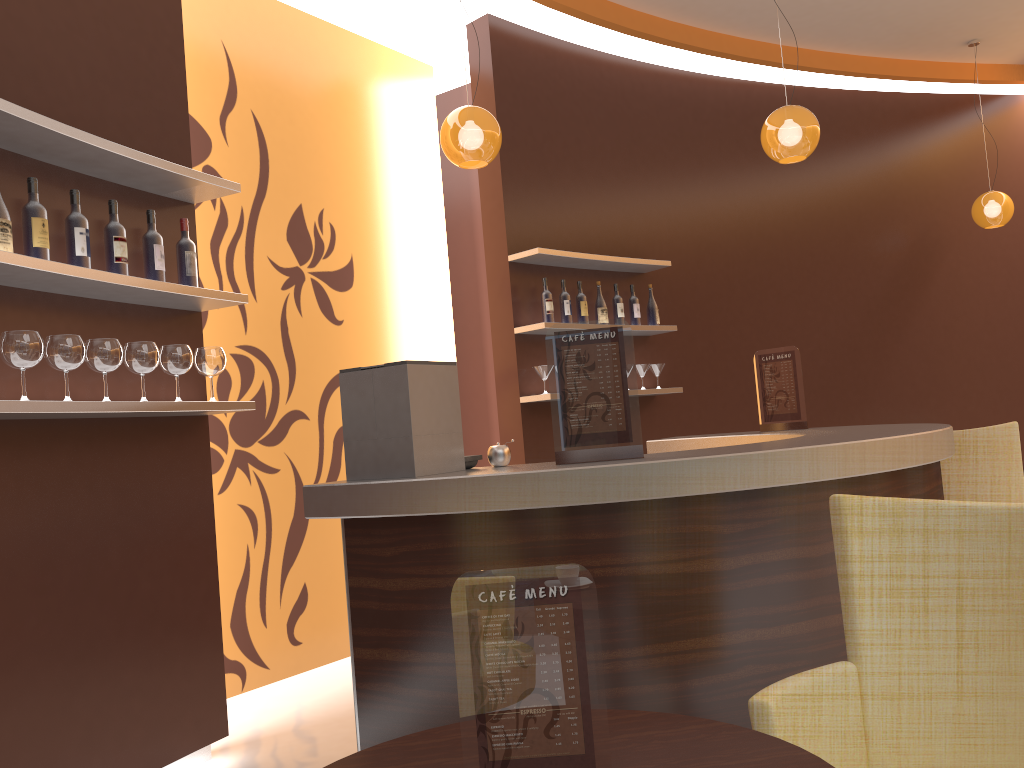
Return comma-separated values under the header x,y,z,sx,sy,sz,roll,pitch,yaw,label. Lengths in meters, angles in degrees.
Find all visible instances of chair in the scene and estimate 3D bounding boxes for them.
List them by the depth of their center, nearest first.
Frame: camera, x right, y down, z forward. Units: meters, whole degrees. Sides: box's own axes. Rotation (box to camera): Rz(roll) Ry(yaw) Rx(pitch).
x,y,z,sx,sy,sz,roll,pitch,yaw,label
0.819,0.717,1.518,0.685,1.017,0.729,-3,-4,-34,chair
3.094,0.749,5.683,0.685,1.017,0.729,-4,-3,-16,chair

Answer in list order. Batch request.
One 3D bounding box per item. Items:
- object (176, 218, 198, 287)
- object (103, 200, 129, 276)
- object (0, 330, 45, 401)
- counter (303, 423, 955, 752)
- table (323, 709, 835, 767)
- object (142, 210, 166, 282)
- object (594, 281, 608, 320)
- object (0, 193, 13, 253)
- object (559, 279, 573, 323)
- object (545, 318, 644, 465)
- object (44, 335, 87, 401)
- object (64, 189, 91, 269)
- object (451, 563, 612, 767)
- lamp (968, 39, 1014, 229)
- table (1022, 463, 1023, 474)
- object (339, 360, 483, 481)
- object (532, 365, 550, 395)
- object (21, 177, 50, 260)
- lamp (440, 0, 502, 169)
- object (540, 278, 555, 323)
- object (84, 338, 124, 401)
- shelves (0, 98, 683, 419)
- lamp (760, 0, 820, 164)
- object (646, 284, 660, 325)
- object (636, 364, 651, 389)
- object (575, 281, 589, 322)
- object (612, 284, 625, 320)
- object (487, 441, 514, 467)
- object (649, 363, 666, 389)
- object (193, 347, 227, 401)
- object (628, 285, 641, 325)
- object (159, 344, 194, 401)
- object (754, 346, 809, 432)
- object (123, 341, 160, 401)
x,y,z,sx,sy,sz,roll,pitch,yaw,label
-1.249,-0.488,3.402,0.073,0.297,0.073,-5,-3,-3,object
-1.382,-0.493,3.089,0.073,0.297,0.073,-5,-3,-3,object
-1.478,-0.046,2.678,0.125,0.221,0.125,-5,-3,12,object
0.868,0.772,3.409,1.586,1.100,2.917,-7,-4,32,counter
0.075,0.933,1.220,0.872,0.679,0.874,-7,-4,34,table
-1.315,-0.490,3.251,0.073,0.297,0.073,-4,-3,-15,object
0.576,-0.518,5.788,0.086,0.303,0.086,-3,-3,-29,object
-1.543,-0.509,2.647,0.086,0.303,0.086,-3,-4,-34,object
0.332,-0.505,5.547,0.073,0.297,0.073,-6,-3,25,object
0.240,0.020,2.605,0.258,0.414,0.052,-5,-3,1,object
-1.425,-0.042,2.833,0.125,0.221,0.125,-5,-3,12,object
-1.441,-0.496,2.939,0.073,0.297,0.073,-5,-3,-3,object
0.027,0.430,1.261,0.209,0.335,0.042,-5,-3,1,object
3.749,-1.988,7.045,0.299,1.500,0.299,-4,-3,-13,lamp
3.864,0.868,5.921,0.872,0.679,0.874,-6,-3,24,table
-0.305,0.113,2.795,0.270,0.340,0.373,-7,-4,32,object
0.197,-0.020,5.361,0.137,0.174,0.137,-7,-4,42,object
-1.496,-0.500,2.782,0.073,0.297,0.073,-2,-4,-43,object
-0.248,-1.801,4.310,0.299,1.500,0.299,-5,-3,5,lamp
0.213,-0.502,5.424,0.073,0.297,0.073,-6,-3,25,object
-1.372,-0.038,2.988,0.125,0.221,0.125,-5,-3,12,object
-0.421,-0.355,4.317,0.586,0.902,4.744,-7,-4,35,shelves
1.407,-1.919,4.681,0.299,1.500,0.299,-5,-3,5,lamp
0.962,-0.534,6.096,0.086,0.303,0.086,-5,-3,2,object
0.878,-0.042,5.980,0.137,0.174,0.137,-5,-3,12,object
0.443,-0.509,5.657,0.073,0.297,0.073,-4,-3,-15,object
0.702,-0.518,5.885,0.073,0.297,0.073,-6,-3,25,object
-0.041,0.225,2.823,0.075,0.077,0.075,-2,-4,-44,object
0.998,-0.047,6.079,0.137,0.174,0.137,-2,-4,-37,object
-1.172,-0.030,3.454,0.125,0.221,0.125,-5,-3,12,object
0.824,-0.523,5.987,0.073,0.297,0.073,-6,-3,25,object
-1.248,-0.032,3.302,0.125,0.221,0.125,-5,-3,12,object
1.335,0.026,4.425,0.052,0.414,0.258,-2,-4,-44,object
-1.311,-0.035,3.144,0.125,0.221,0.125,-5,-3,12,object
